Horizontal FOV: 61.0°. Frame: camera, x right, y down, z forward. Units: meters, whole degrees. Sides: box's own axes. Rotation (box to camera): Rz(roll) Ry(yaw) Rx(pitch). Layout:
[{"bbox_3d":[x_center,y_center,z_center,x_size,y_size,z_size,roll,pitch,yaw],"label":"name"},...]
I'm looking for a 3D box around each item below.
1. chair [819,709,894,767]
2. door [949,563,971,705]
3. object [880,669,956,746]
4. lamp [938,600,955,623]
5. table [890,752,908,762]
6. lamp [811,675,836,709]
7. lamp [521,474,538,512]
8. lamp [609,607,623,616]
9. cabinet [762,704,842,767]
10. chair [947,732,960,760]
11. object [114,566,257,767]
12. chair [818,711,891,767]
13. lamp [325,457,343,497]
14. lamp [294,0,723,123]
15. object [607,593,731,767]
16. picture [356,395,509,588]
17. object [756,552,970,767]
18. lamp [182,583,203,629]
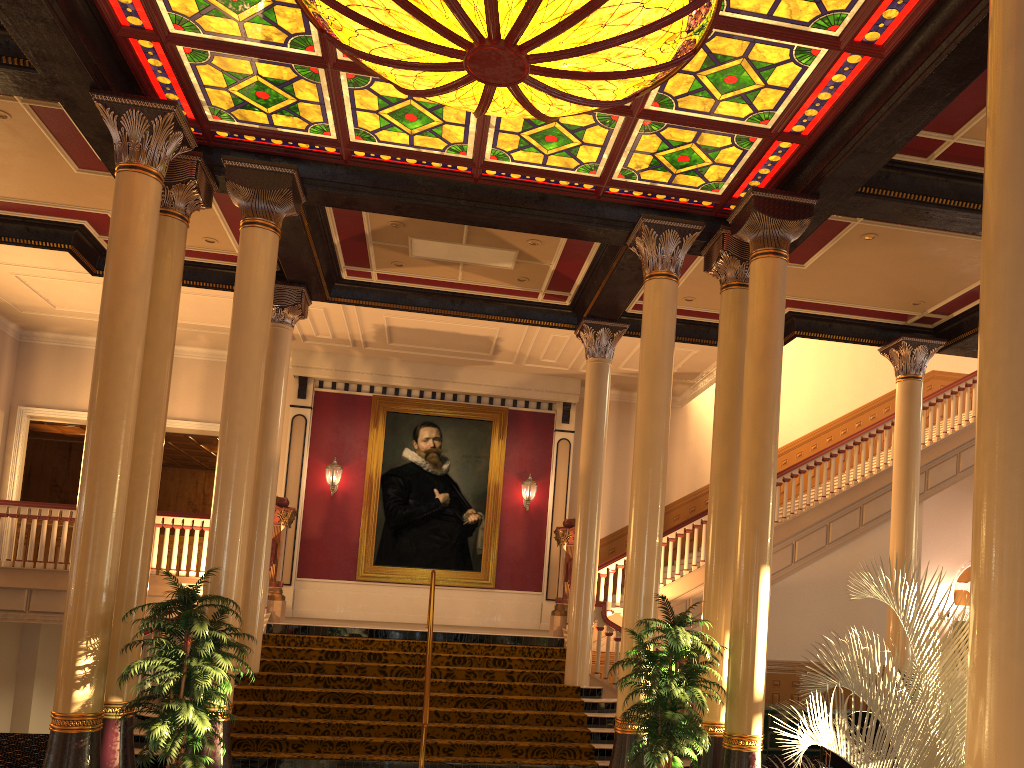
[{"bbox_3d":[4.092,4.365,10.312,0.718,0.907,0.624,10,-10,-37],"label":"chair"},{"bbox_3d":[9.895,5.478,18.436,1.495,3.429,0.201,5,-5,-10],"label":"door"},{"bbox_3d":[5.114,4.350,11.045,0.962,1.415,1.187,1,-9,21],"label":"object"},{"bbox_3d":[9.030,4.732,18.056,0.272,0.491,0.372,4,-8,-7],"label":"lamp"},{"bbox_3d":[4.419,4.387,9.608,0.464,0.548,0.507,-2,-11,32],"label":"table"},{"bbox_3d":[4.079,3.993,11.291,0.325,0.413,0.319,5,-9,-11],"label":"lamp"},{"bbox_3d":[0.313,2.055,16.406,0.322,0.719,0.396,4,-7,-7],"label":"lamp"},{"bbox_3d":[1.606,4.207,12.383,0.571,1.984,0.598,3,-6,10],"label":"lamp"},{"bbox_3d":[3.701,4.582,11.142,1.271,0.855,0.552,5,-8,-9],"label":"cabinet"},{"bbox_3d":[5.158,4.358,10.051,0.677,0.907,0.662,10,-10,-37],"label":"chair"},{"bbox_3d":[-2.691,2.555,7.132,1.111,2.121,1.022,6,-7,-19],"label":"object"},{"bbox_3d":[3.619,3.932,9.069,0.731,1.083,0.766,3,-8,7],"label":"chair"},{"bbox_3d":[-3.236,1.697,15.782,0.322,0.719,0.396,4,-7,-7],"label":"lamp"},{"bbox_3d":[-0.080,-2.437,5.895,3.042,0.593,3.023,6,-14,-9],"label":"lamp"},{"bbox_3d":[1.411,2.972,7.883,1.039,2.121,1.092,-2,-9,41],"label":"object"},{"bbox_3d":[-1.457,2.015,16.237,2.582,3.404,0.055,5,-5,-10],"label":"picture"},{"bbox_3d":[1.636,1.841,3.606,1.867,2.225,2.034,7,-10,-19],"label":"object"},{"bbox_3d":[-4.136,3.626,11.364,0.602,1.984,0.567,6,-6,-25],"label":"lamp"}]
